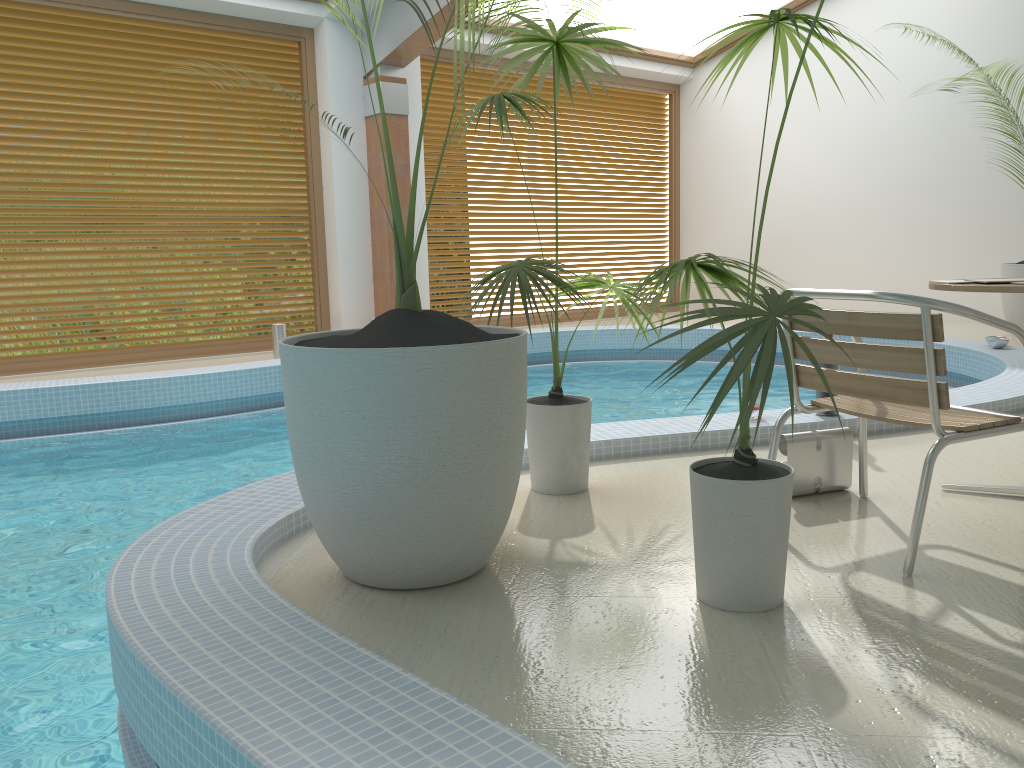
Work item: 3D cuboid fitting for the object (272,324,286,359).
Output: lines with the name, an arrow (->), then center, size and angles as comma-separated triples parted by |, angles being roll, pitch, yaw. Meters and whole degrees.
object -> -1.949, -0.342, 7.444 | 0.115, 0.320, 0.115 | 0, 8, 9

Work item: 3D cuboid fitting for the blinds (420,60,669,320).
blinds -> 0.448, -2.239, 10.829 | 4.414, 2.921, 0.095 | -8, 11, -39

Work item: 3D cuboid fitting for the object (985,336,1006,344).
object -> 3.588, -0.317, 6.580 | 0.140, 0.069, 0.140 | 1, 9, 19

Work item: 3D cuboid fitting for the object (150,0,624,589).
object -> -0.184, -0.986, 2.405 | 2.729, 2.960, 2.979 | -5, 9, -22

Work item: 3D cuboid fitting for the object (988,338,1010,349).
object -> 3.517, -0.290, 6.413 | 0.140, 0.069, 0.140 | 1, 9, 19

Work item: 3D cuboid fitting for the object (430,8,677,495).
object -> 0.126, -0.469, 3.218 | 0.791, 1.695, 1.059 | 5, 11, 37

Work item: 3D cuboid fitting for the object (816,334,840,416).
object -> 1.449, -0.075, 4.064 | 0.109, 0.435, 0.109 | -2, 8, -5

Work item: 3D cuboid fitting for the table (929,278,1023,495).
table -> 1.739, 0.025, 2.910 | 0.700, 0.720, 0.700 | -5, 9, -20

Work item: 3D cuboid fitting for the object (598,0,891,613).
object -> 0.618, -0.307, 2.029 | 0.791, 1.695, 1.059 | -2, 8, -4

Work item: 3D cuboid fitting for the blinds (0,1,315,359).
blinds -> -3.532, -1.649, 7.553 | 4.200, 2.921, 0.095 | -8, 11, -39

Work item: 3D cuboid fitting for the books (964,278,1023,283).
books -> 1.612, -0.335, 2.861 | 0.241, 0.004, 0.166 | -1, 8, 2

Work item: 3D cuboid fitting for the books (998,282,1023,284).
books -> 1.680, -0.320, 2.781 | 0.241, 0.004, 0.166 | -1, 8, 2

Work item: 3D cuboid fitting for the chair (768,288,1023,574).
chair -> 1.131, 0.075, 2.616 | 0.563, 0.727, 0.618 | -6, 9, -27

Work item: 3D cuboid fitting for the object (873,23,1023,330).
object -> 4.719, -1.874, 7.539 | 2.979, 2.960, 2.729 | 1, 9, 15

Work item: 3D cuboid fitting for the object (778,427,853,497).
object -> 1.046, 0.269, 3.084 | 0.272, 0.223, 0.081 | -5, 9, -19

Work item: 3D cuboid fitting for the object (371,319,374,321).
object -> -1.135, -0.426, 7.544 | 0.115, 0.254, 0.115 | -1, 8, 1

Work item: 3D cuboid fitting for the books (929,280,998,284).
books -> 1.538, -0.341, 2.950 | 0.241, 0.004, 0.166 | -1, 8, 2

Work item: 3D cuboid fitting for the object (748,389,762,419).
object -> 1.101, 0.088, 4.056 | 0.102, 0.137, 0.102 | -7, 10, -31
